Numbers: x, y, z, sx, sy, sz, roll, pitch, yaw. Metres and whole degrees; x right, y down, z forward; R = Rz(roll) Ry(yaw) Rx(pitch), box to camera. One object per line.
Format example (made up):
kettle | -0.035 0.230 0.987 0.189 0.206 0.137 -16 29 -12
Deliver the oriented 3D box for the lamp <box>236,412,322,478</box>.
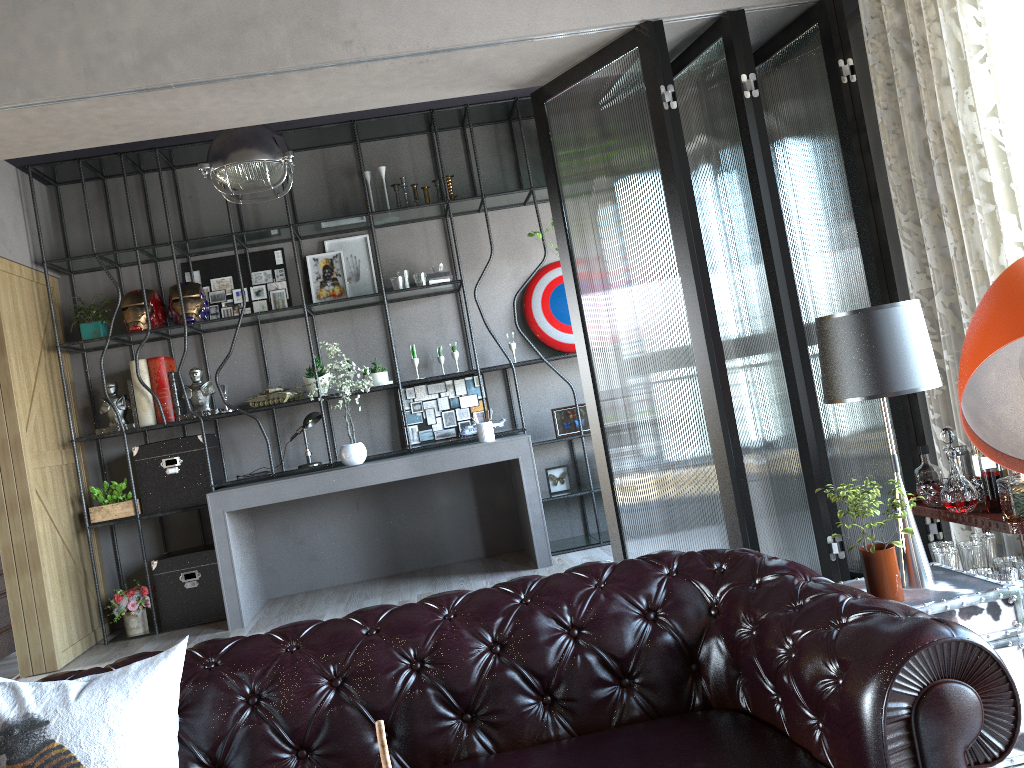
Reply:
lamp | -1.651 0.431 6.347 0.739 0.371 0.205 -10 -1 18

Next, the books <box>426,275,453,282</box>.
books | -0.571 -0.768 6.591 0.243 0.024 0.175 -10 -1 -10

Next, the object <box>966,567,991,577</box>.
object | 1.598 0.683 3.009 0.092 0.099 0.093 -11 -1 31

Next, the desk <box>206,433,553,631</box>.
desk | -0.889 0.974 6.213 2.130 0.886 0.844 -10 -1 -6

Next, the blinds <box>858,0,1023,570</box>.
blinds | 1.859 -0.453 2.000 0.200 2.975 3.408 -10 -1 -6

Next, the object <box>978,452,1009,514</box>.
object | 1.587 0.268 2.924 0.081 0.307 0.081 -11 -2 33

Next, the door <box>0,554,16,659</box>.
door | -3.811 0.859 6.960 1.150 2.545 1.128 -10 -1 -6

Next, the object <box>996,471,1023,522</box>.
object | 1.550 0.318 2.702 0.100 0.211 0.101 -10 -1 9

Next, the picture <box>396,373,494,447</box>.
picture | -0.502 0.195 6.650 0.666 0.447 0.051 -10 -2 -6

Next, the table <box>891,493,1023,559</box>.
table | 1.706 0.751 2.977 0.438 0.733 0.802 -10 -1 -10

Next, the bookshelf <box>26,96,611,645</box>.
bookshelf | -0.839 -0.240 6.448 4.484 3.284 0.526 -10 -2 -6

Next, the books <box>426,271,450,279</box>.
books | -0.584 -0.793 6.585 0.225 0.029 0.179 -10 -1 -14

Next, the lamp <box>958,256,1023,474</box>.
lamp | 1.969 0.338 2.800 0.582 1.457 3.835 -11 -1 36

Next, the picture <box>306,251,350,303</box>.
picture | -1.360 -0.769 6.566 0.268 0.414 0.101 -10 -2 -6

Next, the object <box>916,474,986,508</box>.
object | 1.564 0.382 3.134 0.245 0.092 0.152 -11 -1 35

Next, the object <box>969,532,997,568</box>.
object | 1.745 0.633 3.265 0.087 0.155 0.087 -10 -1 6

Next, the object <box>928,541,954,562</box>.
object | 1.586 0.661 3.250 0.087 0.155 0.087 -10 -1 6

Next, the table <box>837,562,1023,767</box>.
table | 1.237 0.891 2.606 0.405 0.609 0.417 -10 -1 -6

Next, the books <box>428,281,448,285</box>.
books | -0.566 -0.716 6.583 0.180 0.034 0.243 -10 -1 -23

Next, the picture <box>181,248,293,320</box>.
picture | -2.032 -0.711 6.566 0.749 0.503 0.058 -10 -2 -6

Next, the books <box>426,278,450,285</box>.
books | -0.580 -0.742 6.588 0.166 0.024 0.227 -10 -1 -27

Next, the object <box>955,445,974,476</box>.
object | 1.679 0.321 3.295 0.052 0.182 0.135 -11 -2 31

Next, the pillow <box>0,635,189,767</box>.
pillow | -1.018 0.870 2.114 0.528 0.469 0.283 -10 -1 -3

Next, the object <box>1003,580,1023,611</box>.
object | 1.601 0.680 2.805 0.092 0.099 0.093 -11 -1 31

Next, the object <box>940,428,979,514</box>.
object | 1.495 0.292 2.998 0.114 0.292 0.114 -11 -2 22

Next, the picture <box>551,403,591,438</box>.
picture | 0.456 0.259 6.408 0.313 0.212 0.049 -10 -2 -6

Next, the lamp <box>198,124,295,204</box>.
lamp | -1.573 -1.610 5.017 0.535 1.149 0.515 -9 -2 -29

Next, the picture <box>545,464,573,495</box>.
picture | 0.342 0.698 6.480 0.172 0.190 0.036 -10 -2 -6

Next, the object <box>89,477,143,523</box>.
object | -2.706 0.781 6.036 0.304 0.265 0.180 -10 -1 -6

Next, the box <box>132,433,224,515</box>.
box | -2.332 0.620 6.240 0.489 0.481 0.373 -10 -1 -6

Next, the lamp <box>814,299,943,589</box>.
lamp | 1.132 0.185 2.644 0.333 0.832 0.333 -10 -2 -4

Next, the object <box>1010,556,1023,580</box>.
object | 1.744 0.647 2.989 0.095 0.119 0.095 -10 -1 11

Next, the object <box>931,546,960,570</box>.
object | 1.553 0.665 3.156 0.087 0.155 0.087 -10 -1 6

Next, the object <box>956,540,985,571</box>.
object | 1.653 0.648 3.180 0.087 0.155 0.087 -10 -1 6

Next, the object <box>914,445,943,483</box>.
object | 1.544 0.330 3.292 0.087 0.206 0.087 -11 -2 19

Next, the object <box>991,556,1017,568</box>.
object | 1.734 0.661 3.095 0.092 0.099 0.093 -11 -1 31

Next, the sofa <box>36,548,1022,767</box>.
sofa | -0.286 1.038 2.115 2.566 0.838 1.239 -10 -1 -7

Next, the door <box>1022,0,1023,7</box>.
door | 2.098 -0.323 1.888 0.111 2.682 2.667 -10 -1 -6

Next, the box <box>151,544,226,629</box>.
box | -2.195 1.394 6.218 0.489 0.481 0.373 -10 -1 -6

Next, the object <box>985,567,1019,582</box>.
object | 1.613 0.669 2.903 0.095 0.119 0.095 -10 -1 11

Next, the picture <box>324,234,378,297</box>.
picture | -1.199 -0.848 6.629 0.332 0.515 0.119 -10 -2 -6
